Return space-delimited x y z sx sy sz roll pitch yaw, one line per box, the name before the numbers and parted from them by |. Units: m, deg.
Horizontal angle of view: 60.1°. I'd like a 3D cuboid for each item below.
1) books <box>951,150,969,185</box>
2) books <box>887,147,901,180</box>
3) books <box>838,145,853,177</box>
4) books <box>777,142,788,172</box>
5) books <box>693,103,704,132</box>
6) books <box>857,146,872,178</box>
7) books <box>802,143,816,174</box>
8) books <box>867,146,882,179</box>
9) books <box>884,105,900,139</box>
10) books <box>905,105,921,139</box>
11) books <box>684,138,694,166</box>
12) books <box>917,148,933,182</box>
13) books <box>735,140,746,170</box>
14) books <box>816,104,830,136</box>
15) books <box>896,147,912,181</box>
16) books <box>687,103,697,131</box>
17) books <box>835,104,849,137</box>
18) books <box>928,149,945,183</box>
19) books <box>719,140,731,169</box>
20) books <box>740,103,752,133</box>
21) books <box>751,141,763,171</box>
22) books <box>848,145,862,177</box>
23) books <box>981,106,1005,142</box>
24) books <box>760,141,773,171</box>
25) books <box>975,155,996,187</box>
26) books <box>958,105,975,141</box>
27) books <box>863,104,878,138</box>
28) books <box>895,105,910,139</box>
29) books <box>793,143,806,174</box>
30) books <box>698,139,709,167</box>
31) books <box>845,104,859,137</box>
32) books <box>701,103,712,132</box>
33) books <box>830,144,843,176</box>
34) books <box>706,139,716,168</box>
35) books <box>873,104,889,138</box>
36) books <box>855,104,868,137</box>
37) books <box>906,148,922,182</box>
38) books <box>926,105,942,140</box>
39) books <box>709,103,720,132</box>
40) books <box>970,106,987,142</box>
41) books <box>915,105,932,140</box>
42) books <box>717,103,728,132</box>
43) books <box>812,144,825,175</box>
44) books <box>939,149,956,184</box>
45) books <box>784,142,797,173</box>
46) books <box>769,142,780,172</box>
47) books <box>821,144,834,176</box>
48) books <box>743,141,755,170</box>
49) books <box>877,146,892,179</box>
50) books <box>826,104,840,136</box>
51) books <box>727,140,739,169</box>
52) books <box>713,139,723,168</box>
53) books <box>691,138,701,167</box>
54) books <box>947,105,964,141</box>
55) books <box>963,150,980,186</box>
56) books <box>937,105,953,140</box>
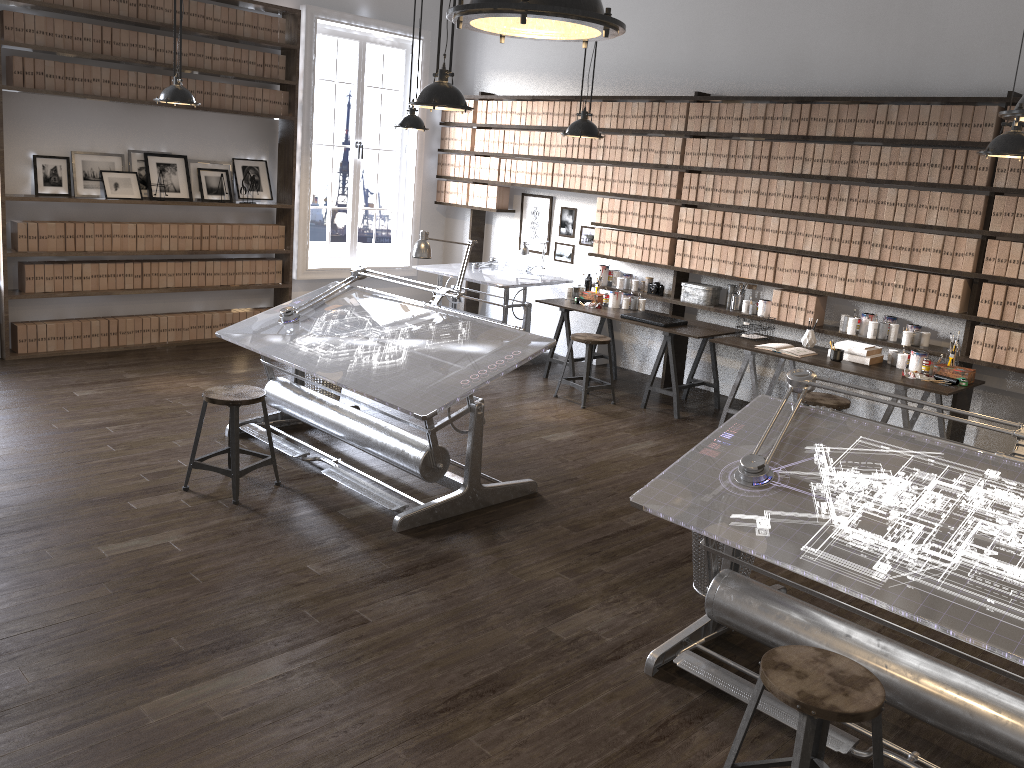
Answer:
books | 2.937 -1.404 5.763 0.175 0.223 0.067 -7 16 -44
books | 2.646 -1.500 6.057 0.175 0.223 0.067 -7 16 -44
books | 2.402 -1.578 6.292 0.175 0.223 0.067 -7 16 -44
books | 2.067 -1.689 6.630 0.175 0.223 0.067 -7 17 -44
books | 1.545 -2.134 7.111 0.175 0.223 0.067 -7 16 -44
books | 2.503 -1.547 6.199 0.175 0.223 0.067 -7 16 -44
books | 2.211 -1.642 6.486 0.175 0.223 0.067 -7 17 -44
books | 2.549 -1.531 6.148 0.175 0.223 0.067 -7 17 -44
books | 2.625 -1.782 6.044 0.175 0.223 0.067 -7 16 -44
books | 2.724 -1.751 5.949 0.175 0.223 0.067 -7 17 -44
books | 1.486 -1.880 7.211 0.175 0.223 0.067 -7 17 -44
books | 2.789 -1.454 5.916 0.175 0.223 0.067 -7 16 -44
books | 1.820 -1.770 6.878 0.175 0.223 0.067 -7 17 -44
books | 2.278 -1.894 6.384 0.175 0.223 0.067 -7 17 -44
books | 2.689 -1.484 6.007 0.175 0.223 0.067 -7 17 -44
books | 1.504 -2.149 7.158 0.175 0.223 0.067 -7 17 -44
books | 2.382 -1.863 6.291 0.175 0.223 0.067 -7 16 -44
books | 2.836 -1.437 5.864 0.175 0.223 0.067 -7 17 -44
books | 1.719 -1.801 6.970 0.175 0.223 0.067 -7 16 -44
books | 1.845 -2.037 6.818 0.175 0.223 0.067 -7 16 -44
books | 1.919 -1.738 6.780 0.175 0.223 0.067 -7 16 -44
books | 2.455 -1.563 6.249 0.175 0.223 0.067 -7 16 -44
books | 3.057 -1.641 5.614 0.175 0.223 0.067 -7 16 -44
books | 1.968 -1.720 6.724 0.175 0.223 0.067 -7 17 -44
books | 3.044 -1.370 5.661 0.175 0.223 0.067 -7 16 -44
books | 2.961 -1.673 5.715 0.175 0.223 0.067 -7 17 -44
books | 2.522 -1.815 6.142 0.175 0.223 0.067 -7 17 -44
books | 2.676 -1.767 5.999 0.175 0.223 0.067 -7 17 -44
books | 2.158 -1.658 6.533 0.175 0.223 0.067 -7 17 -44
books | 1.579 -1.847 7.110 0.175 0.223 0.067 -7 16 -44
books | 2.429 -1.847 6.241 0.175 0.223 0.067 -7 16 -44
books | 1.595 -2.117 7.061 0.175 0.223 0.067 -7 17 -44
books | 2.359 -1.594 6.342 0.175 0.223 0.067 -7 17 -44
books | 1.631 -1.831 7.061 0.175 0.223 0.067 -7 17 -44
books | 2.572 -1.798 6.092 0.175 0.223 0.067 -7 16 -44
books | 2.481 -1.830 6.189 0.175 0.223 0.067 -7 16 -44
books | 2.740 -1.470 5.965 0.175 0.223 0.067 -7 16 -44
books | 2.822 -1.718 5.849 0.175 0.223 0.067 -7 17 -44
books | 1.648 -2.101 7.014 0.175 0.223 0.067 -7 17 -44
books | 3.010 -1.657 5.666 0.175 0.223 0.067 -7 17 -44
books | 2.770 -1.734 5.898 0.175 0.223 0.067 -7 16 -44
books | 1.700 -2.086 6.968 0.175 0.223 0.067 -7 16 -44
books | 2.262 -1.624 6.433 0.175 0.223 0.067 -7 16 -44
books | 2.889 -1.421 5.818 0.175 0.223 0.067 -7 17 -44
books | 2.108 -1.674 6.583 0.175 0.223 0.067 -7 16 -44
books | 2.023 -1.704 6.677 0.175 0.223 0.067 -7 16 -44
books | 2.314 -1.608 6.384 0.175 0.223 0.067 -7 17 -44
books | 1.866 -1.754 6.826 0.175 0.223 0.067 -7 16 -44
books | 2.601 -1.514 6.099 0.175 0.223 0.067 -7 16 -44
books | 2.331 -1.878 6.336 0.175 0.223 0.067 -7 17 -44
books | 1.771 -1.787 6.927 0.175 0.223 0.067 -7 17 -44
books | 1.676 -1.817 7.019 0.175 0.223 0.067 -7 17 -44
books | 1.533 -1.864 7.161 0.175 0.223 0.067 -7 17 -44
books | 2.910 -1.688 5.758 0.175 0.223 0.067 -7 16 -44
books | 2.993 -1.387 5.715 0.175 0.223 0.067 -7 17 -44
books | 2.867 -1.704 5.807 0.175 0.223 0.067 -7 17 -44
